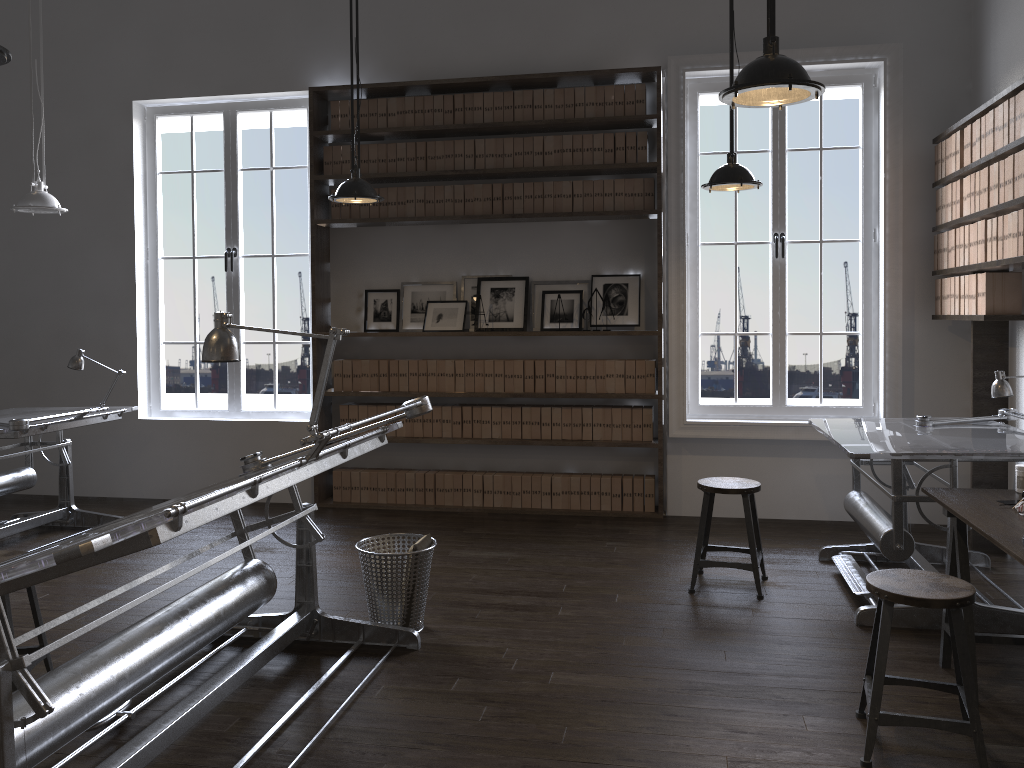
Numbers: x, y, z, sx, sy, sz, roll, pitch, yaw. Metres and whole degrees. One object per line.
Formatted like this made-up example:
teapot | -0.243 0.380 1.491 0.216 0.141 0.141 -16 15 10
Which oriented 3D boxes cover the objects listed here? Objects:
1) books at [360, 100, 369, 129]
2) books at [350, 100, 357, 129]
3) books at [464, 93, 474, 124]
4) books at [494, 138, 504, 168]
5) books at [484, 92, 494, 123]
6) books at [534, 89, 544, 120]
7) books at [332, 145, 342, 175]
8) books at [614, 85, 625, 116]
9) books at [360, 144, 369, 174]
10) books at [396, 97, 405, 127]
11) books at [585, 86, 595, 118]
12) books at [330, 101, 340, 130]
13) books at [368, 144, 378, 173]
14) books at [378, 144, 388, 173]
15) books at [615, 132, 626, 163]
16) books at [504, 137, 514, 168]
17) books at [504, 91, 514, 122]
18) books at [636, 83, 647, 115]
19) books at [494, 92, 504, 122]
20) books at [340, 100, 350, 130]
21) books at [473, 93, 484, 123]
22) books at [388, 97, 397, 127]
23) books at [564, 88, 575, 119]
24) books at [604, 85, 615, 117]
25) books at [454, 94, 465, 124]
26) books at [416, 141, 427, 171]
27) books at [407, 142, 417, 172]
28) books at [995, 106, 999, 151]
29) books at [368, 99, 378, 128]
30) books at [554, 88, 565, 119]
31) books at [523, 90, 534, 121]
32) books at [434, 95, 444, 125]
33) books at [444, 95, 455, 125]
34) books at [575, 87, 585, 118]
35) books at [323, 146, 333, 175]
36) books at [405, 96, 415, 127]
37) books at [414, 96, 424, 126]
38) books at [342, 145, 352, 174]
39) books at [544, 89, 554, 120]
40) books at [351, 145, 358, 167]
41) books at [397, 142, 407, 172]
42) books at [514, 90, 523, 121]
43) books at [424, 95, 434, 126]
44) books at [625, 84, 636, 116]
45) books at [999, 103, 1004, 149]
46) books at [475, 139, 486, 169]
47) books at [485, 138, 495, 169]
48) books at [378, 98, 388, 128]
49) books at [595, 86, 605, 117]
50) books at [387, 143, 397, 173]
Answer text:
books | -1.040 -1.920 6.391 0.067 0.225 0.175 0 3 11
books | -1.109 -1.921 6.400 0.067 0.225 0.175 0 3 11
books | -0.282 -1.916 6.248 0.067 0.225 0.175 0 3 11
books | -0.075 -1.596 6.215 0.067 0.225 0.175 0 3 11
books | -0.147 -1.915 6.219 0.067 0.225 0.175 0 3 11
books | 0.196 -1.912 6.151 0.067 0.225 0.175 0 3 11
books | -1.240 -1.603 6.435 0.067 0.225 0.175 0 3 11
books | 0.740 -1.910 6.055 0.067 0.225 0.175 0 3 11
books | -1.038 -1.602 6.397 0.067 0.225 0.175 0 3 11
books | -0.770 -1.919 6.338 0.067 0.225 0.175 0 3 11
books | 0.546 -1.911 6.089 0.067 0.225 0.175 0 3 11
books | -1.252 -1.921 6.424 0.067 0.225 0.175 0 3 11
books | -0.973 -1.601 6.380 0.067 0.225 0.175 0 3 11
books | -0.905 -1.602 6.373 0.067 0.225 0.175 0 3 11
books | 0.744 -1.591 6.057 0.067 0.225 0.175 0 3 11
books | -0.010 -1.596 6.199 0.067 0.225 0.175 0 3 11
books | -0.009 -1.914 6.195 0.067 0.225 0.175 0 3 11
books | 0.878 -1.909 6.025 0.067 0.225 0.175 0 3 11
books | -0.078 -1.915 6.210 0.067 0.225 0.175 0 3 11
books | -1.181 -1.921 6.410 0.067 0.225 0.175 0 3 11
books | -0.219 -1.915 6.229 0.067 0.225 0.175 0 3 11
books | -0.832 -1.919 6.348 0.067 0.225 0.175 0 3 11
books | 0.406 -1.912 6.117 0.067 0.225 0.175 0 3 11
books | 0.672 -1.910 6.062 0.067 0.225 0.175 0 3 11
books | -0.356 -1.916 6.256 0.067 0.225 0.175 0 3 11
books | -0.623 -1.599 6.315 0.067 0.225 0.175 0 3 11
books | -0.696 -1.600 6.334 0.067 0.225 0.175 0 3 11
books | 2.519 -1.277 4.430 0.174 0.225 0.067 0 2 11
books | -0.972 -1.920 6.377 0.067 0.225 0.175 0 3 11
books | 0.337 -1.912 6.132 0.067 0.225 0.175 0 3 11
books | 0.125 -1.913 6.164 0.067 0.225 0.175 0 3 11
books | -0.499 -1.917 6.284 0.067 0.225 0.175 0 3 11
books | -0.429 -1.917 6.276 0.067 0.225 0.175 0 3 11
books | 0.474 -1.911 6.100 0.067 0.225 0.175 0 3 11
books | -1.308 -1.604 6.450 0.067 0.225 0.175 0 3 11
books | -0.705 -1.918 6.321 0.067 0.225 0.175 0 3 11
books | -0.638 -1.918 6.314 0.067 0.225 0.175 0 3 11
books | -1.171 -1.603 6.418 0.067 0.225 0.175 0 3 11
books | 0.268 -1.912 6.141 0.067 0.225 0.175 0 3 11
books | -1.100 -1.602 6.407 0.067 0.225 0.175 0 3 11
books | -0.767 -1.600 6.343 0.067 0.225 0.175 0 3 11
books | 0.064 -1.914 6.180 0.067 0.225 0.175 0 3 11
books | -0.568 -1.918 6.301 0.067 0.225 0.175 0 3 11
books | 0.809 -1.909 6.042 0.067 0.225 0.175 0 3 11
books | 2.506 -1.272 4.369 0.174 0.225 0.067 0 2 11
books | -0.209 -1.597 6.237 0.067 0.225 0.175 0 3 11
books | -0.137 -1.597 6.226 0.067 0.225 0.175 0 3 11
books | -0.904 -1.919 6.360 0.067 0.225 0.175 0 3 11
books | 0.608 -1.910 6.079 0.067 0.225 0.175 0 3 11
books | -0.836 -1.601 6.360 0.067 0.225 0.175 0 3 11
